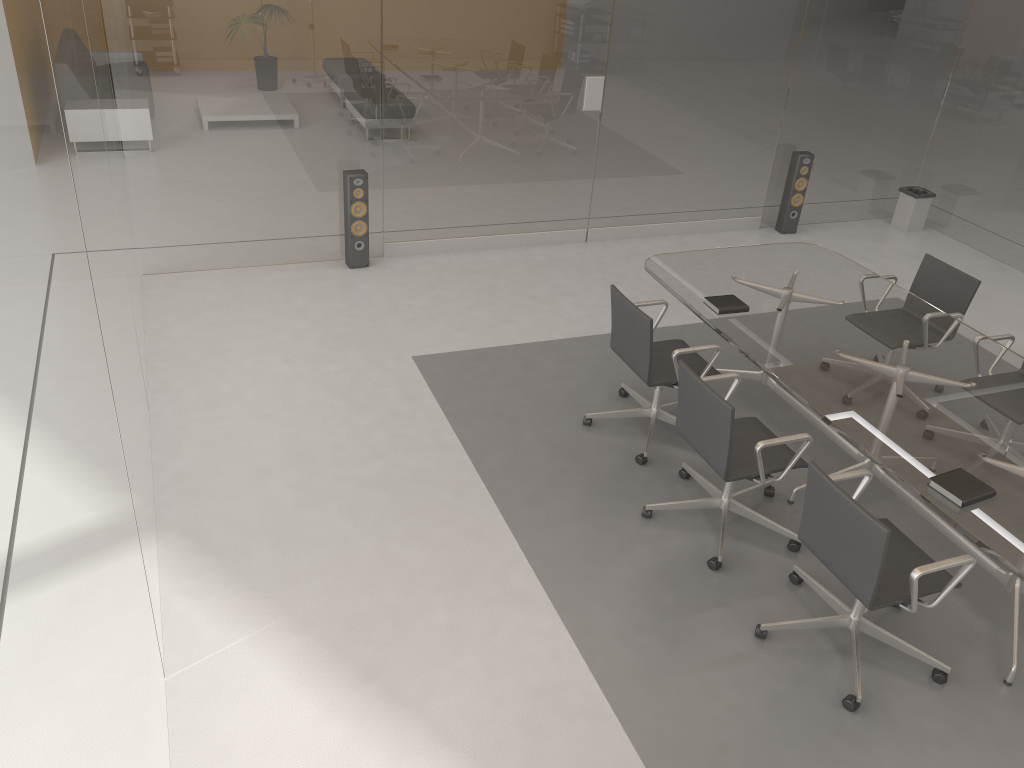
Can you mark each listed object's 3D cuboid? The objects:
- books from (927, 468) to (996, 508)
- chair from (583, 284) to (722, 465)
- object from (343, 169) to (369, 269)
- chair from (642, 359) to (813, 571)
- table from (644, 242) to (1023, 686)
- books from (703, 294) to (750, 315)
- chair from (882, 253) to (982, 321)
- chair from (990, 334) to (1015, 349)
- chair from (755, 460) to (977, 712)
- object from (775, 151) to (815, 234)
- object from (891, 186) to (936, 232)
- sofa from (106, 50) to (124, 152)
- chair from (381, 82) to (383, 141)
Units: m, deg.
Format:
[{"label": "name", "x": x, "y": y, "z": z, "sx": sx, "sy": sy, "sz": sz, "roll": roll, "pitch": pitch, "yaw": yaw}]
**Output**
[{"label": "books", "x": 1.691, "y": 0.390, "z": 3.335, "sx": 0.183, "sy": 0.032, "sz": 0.164, "roll": -11, "pitch": 34, "yaw": -25}, {"label": "chair", "x": 0.833, "y": -0.109, "z": 4.747, "sx": 0.710, "sy": 0.805, "sz": 0.731, "roll": -19, "pitch": 37, "yaw": -34}, {"label": "object", "x": -1.123, "y": -1.186, "z": 6.421, "sx": 0.152, "sy": 0.706, "sz": 0.124, "roll": -11, "pitch": 33, "yaw": -24}, {"label": "chair", "x": 1.061, "y": 0.299, "z": 4.079, "sx": 0.710, "sy": 0.805, "sz": 0.731, "roll": -19, "pitch": 37, "yaw": -34}, {"label": "table", "x": 1.837, "y": 0.222, "z": 4.392, "sx": 1.372, "sy": 0.721, "sz": 3.054, "roll": -8, "pitch": 32, "yaw": -20}, {"label": "books", "x": 1.120, "y": -0.415, "z": 4.636, "sx": 0.183, "sy": 0.032, "sz": 0.164, "roll": -7, "pitch": 32, "yaw": -19}, {"label": "chair", "x": 2.275, "y": -0.296, "z": 5.265, "sx": 0.710, "sy": 0.805, "sz": 0.731, "roll": -18, "pitch": 37, "yaw": -34}, {"label": "chair", "x": 2.637, "y": 0.100, "z": 4.636, "sx": 0.710, "sy": 0.805, "sz": 0.731, "roll": -18, "pitch": 37, "yaw": -34}, {"label": "chair", "x": 1.430, "y": 0.694, "z": 3.452, "sx": 0.710, "sy": 0.805, "sz": 0.731, "roll": -19, "pitch": 37, "yaw": -34}, {"label": "object", "x": 2.466, "y": -1.661, "z": 7.730, "sx": 0.152, "sy": 0.706, "sz": 0.124, "roll": -5, "pitch": 31, "yaw": -16}, {"label": "object", "x": 3.673, "y": -1.605, "z": 8.140, "sx": 0.233, "sy": 0.363, "sz": 0.233, "roll": -7, "pitch": 32, "yaw": -20}, {"label": "sofa", "x": -4.228, "y": -3.129, "z": 9.268, "sx": 0.860, "sy": 0.761, "sz": 2.400, "roll": -8, "pitch": 32, "yaw": -20}, {"label": "chair", "x": -1.474, "y": -3.016, "z": 9.789, "sx": 0.575, "sy": 0.423, "sz": 1.012, "roll": -8, "pitch": 32, "yaw": -20}]
